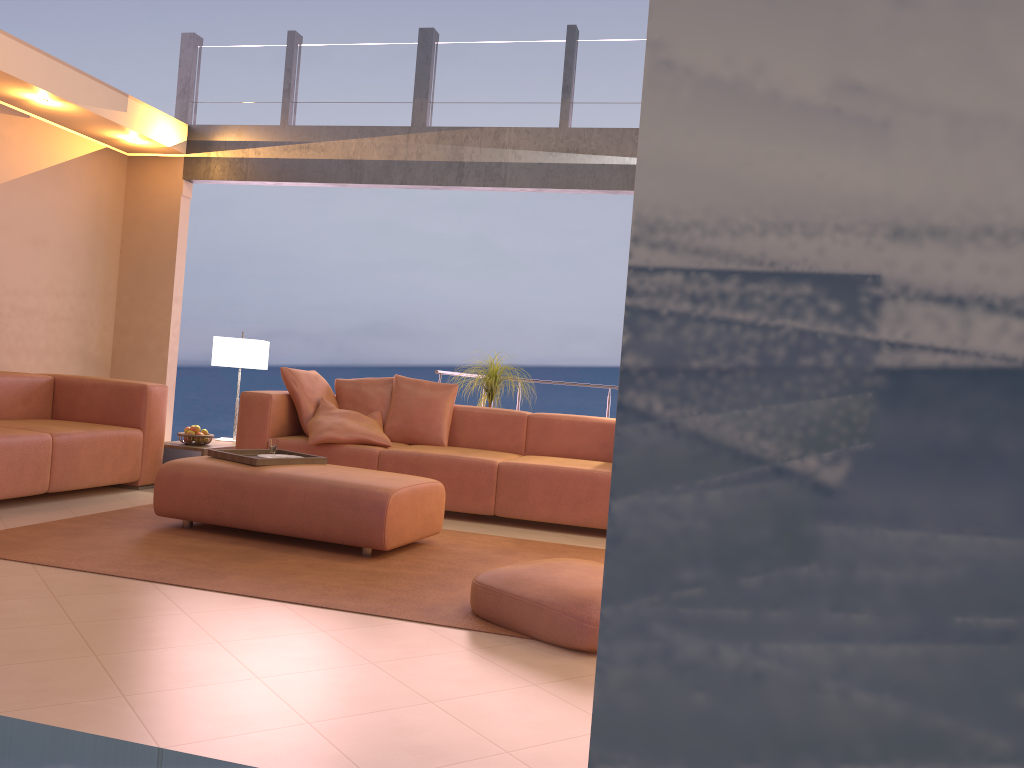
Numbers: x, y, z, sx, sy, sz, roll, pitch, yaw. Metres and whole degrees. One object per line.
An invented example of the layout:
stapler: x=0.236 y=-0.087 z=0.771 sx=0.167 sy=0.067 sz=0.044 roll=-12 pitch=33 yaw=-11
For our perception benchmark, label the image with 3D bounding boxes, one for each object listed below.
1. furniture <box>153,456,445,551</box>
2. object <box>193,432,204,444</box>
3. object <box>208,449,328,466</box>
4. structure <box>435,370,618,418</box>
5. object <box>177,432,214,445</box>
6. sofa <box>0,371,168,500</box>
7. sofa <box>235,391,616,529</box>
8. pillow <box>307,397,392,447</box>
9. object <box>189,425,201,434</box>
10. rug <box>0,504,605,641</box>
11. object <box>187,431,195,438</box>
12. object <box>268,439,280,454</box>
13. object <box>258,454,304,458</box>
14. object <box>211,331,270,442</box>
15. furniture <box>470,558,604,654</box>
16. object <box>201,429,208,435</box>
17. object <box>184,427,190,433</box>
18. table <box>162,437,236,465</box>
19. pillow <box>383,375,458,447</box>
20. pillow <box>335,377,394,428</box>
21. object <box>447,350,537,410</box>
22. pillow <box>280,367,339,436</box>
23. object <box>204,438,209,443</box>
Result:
furniture: x=-1.048 y=0.558 z=4.447 sx=1.291 sy=0.301 sz=0.685 roll=5 pitch=0 yaw=19
object: x=-2.084 y=0.360 z=5.911 sx=0.074 sy=0.076 sz=0.072 roll=5 pitch=0 yaw=24
object: x=-1.259 y=0.376 z=4.575 sx=0.421 sy=0.034 sz=0.436 roll=5 pitch=0 yaw=39
structure: x=1.560 y=0.338 z=7.100 sx=4.176 sy=0.541 sz=1.663 roll=5 pitch=0 yaw=14
object: x=-2.124 y=0.370 z=5.950 sx=0.235 sy=0.071 sz=0.235 roll=5 pitch=0 yaw=6
sofa: x=-3.000 y=0.265 z=4.511 sx=0.943 sy=0.672 sz=2.781 roll=5 pitch=0 yaw=14
sofa: x=-0.340 y=0.481 z=5.775 sx=2.781 sy=0.672 sz=0.943 roll=5 pitch=0 yaw=14
pillow: x=-1.058 y=0.246 z=5.718 sx=0.517 sy=0.292 sz=0.514 roll=5 pitch=0 yaw=-17
object: x=-2.120 y=0.307 z=5.930 sx=0.069 sy=0.061 sz=0.068 roll=5 pitch=0 yaw=-25
rug: x=-0.904 y=0.769 z=4.129 sx=2.626 sy=0.005 sz=1.833 roll=5 pitch=0 yaw=14
object: x=-2.131 y=0.333 z=5.883 sx=0.055 sy=0.047 sz=0.045 roll=5 pitch=0 yaw=-9
object: x=-1.281 y=0.342 z=4.755 sx=0.061 sy=0.091 sz=0.061 roll=5 pitch=0 yaw=-1
object: x=-1.192 y=0.384 z=4.583 sx=0.240 sy=0.018 sz=0.240 roll=5 pitch=0 yaw=-22
object: x=-2.002 y=0.014 z=6.495 sx=0.344 sy=0.799 sz=0.344 roll=5 pitch=0 yaw=-7
furniture: x=0.254 y=0.782 z=3.217 sx=0.699 sy=0.226 sz=0.659 roll=5 pitch=0 yaw=44
object: x=-2.065 y=0.329 z=5.956 sx=0.045 sy=0.053 sz=0.051 roll=5 pitch=0 yaw=37
object: x=-2.171 y=0.310 z=5.946 sx=0.047 sy=0.046 sz=0.054 roll=5 pitch=0 yaw=0
table: x=-2.079 y=0.544 z=6.202 sx=0.412 sy=0.268 sz=0.918 roll=5 pitch=0 yaw=14
pillow: x=-0.622 y=0.184 z=6.007 sx=0.470 sy=0.468 sz=0.211 roll=5 pitch=0 yaw=9
pillow: x=-1.000 y=0.152 z=6.106 sx=0.492 sy=0.446 sz=0.255 roll=5 pitch=0 yaw=-3
object: x=-0.184 y=0.285 z=6.817 sx=0.703 sy=1.088 sz=0.729 roll=5 pitch=0 yaw=-17
pillow: x=-1.334 y=0.131 z=5.996 sx=0.314 sy=0.455 sz=0.519 roll=5 pitch=0 yaw=10
object: x=-2.062 y=0.377 z=5.966 sx=0.046 sy=0.046 sz=0.055 roll=5 pitch=0 yaw=-8
